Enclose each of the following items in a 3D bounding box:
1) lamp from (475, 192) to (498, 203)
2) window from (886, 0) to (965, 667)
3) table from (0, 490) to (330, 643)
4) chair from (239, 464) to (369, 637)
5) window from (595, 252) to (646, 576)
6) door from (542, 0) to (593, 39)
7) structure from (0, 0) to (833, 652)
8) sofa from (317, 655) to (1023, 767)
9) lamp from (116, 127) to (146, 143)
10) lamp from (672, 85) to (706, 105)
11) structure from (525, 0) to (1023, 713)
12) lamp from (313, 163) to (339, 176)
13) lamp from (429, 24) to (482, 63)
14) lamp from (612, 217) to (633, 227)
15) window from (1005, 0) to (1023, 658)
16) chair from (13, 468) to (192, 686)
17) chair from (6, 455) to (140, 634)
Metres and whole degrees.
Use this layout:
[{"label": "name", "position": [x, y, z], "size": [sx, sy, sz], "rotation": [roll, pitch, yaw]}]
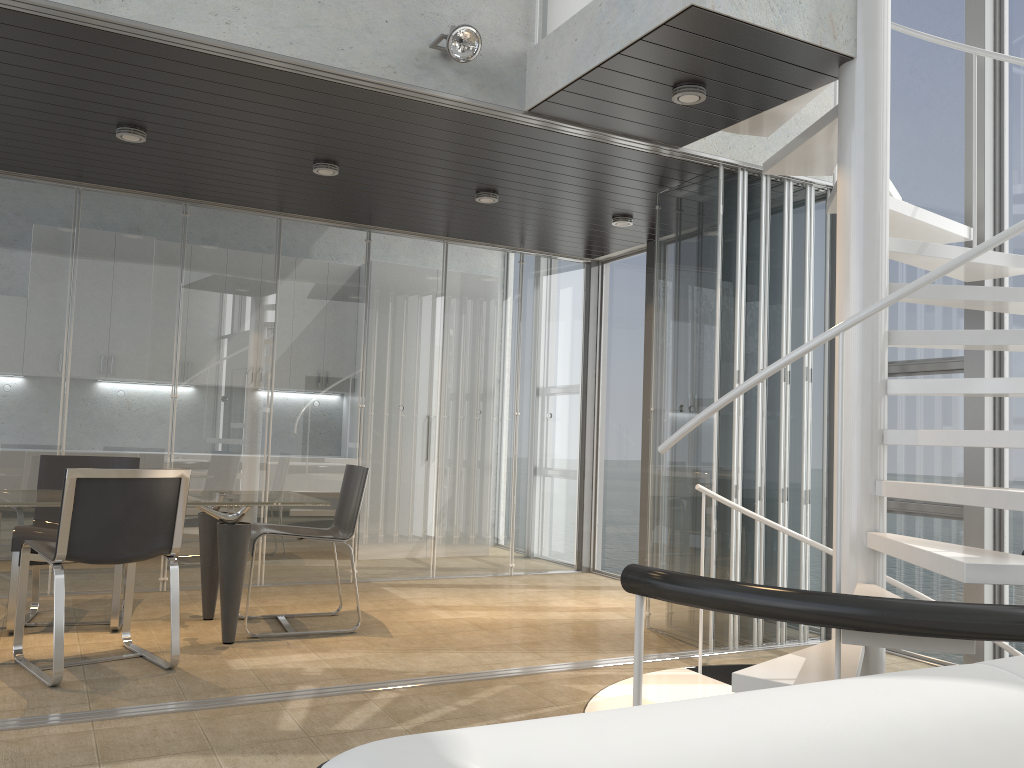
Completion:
[{"label": "lamp", "position": [-0.164, -1.215, 5.783], "size": [0.149, 0.038, 0.149], "rotation": [3, -4, -13]}, {"label": "window", "position": [2.257, -1.352, 5.012], "size": [0.050, 5.700, 0.800], "rotation": [4, -4, -28]}, {"label": "table", "position": [-2.192, 0.949, 4.616], "size": [2.250, 0.733, 0.900], "rotation": [4, -4, -28]}, {"label": "chair", "position": [-1.210, 0.929, 5.122], "size": [0.660, 0.922, 0.546], "rotation": [4, -4, -23]}, {"label": "window", "position": [0.936, 0.254, 7.345], "size": [0.010, 2.646, 0.742], "rotation": [4, -4, -28]}, {"label": "door", "position": [0.507, -2.639, 4.659], "size": [0.800, 2.100, 0.100], "rotation": [4, -4, -28]}, {"label": "structure", "position": [-1.112, -2.187, 0.953], "size": [9.817, 6.605, 10.665], "rotation": [4, -4, -29]}, {"label": "sofa", "position": [1.080, 0.831, 1.318], "size": [2.601, 0.638, 0.971], "rotation": [4, -4, -28]}, {"label": "lamp", "position": [-2.056, -1.345, 4.788], "size": [0.149, 0.038, 0.149], "rotation": [3, -4, -13]}, {"label": "lamp", "position": [0.793, -1.296, 3.976], "size": [0.149, 0.038, 0.149], "rotation": [3, -4, -13]}, {"label": "structure", "position": [-1.181, 0.858, 3.825], "size": [6.700, 6.900, 4.916], "rotation": [4, -4, -28]}, {"label": "lamp", "position": [-1.110, -1.280, 5.286], "size": [0.149, 0.038, 0.149], "rotation": [3, -4, -13]}, {"label": "lamp", "position": [-0.247, -1.515, 4.003], "size": [0.197, 0.154, 0.254], "rotation": [4, -4, -28]}, {"label": "lamp", "position": [0.782, -1.150, 6.281], "size": [0.149, 0.038, 0.149], "rotation": [3, -4, -13]}, {"label": "window", "position": [2.697, -1.387, 4.212], "size": [0.010, 5.653, 0.742], "rotation": [4, -4, -28]}, {"label": "chair", "position": [-1.904, 0.840, 4.118], "size": [0.546, 0.922, 0.660], "rotation": [5, -5, -43]}, {"label": "chair", "position": [-2.447, 0.877, 5.003], "size": [0.546, 0.922, 0.660], "rotation": [3, -4, -18]}]
